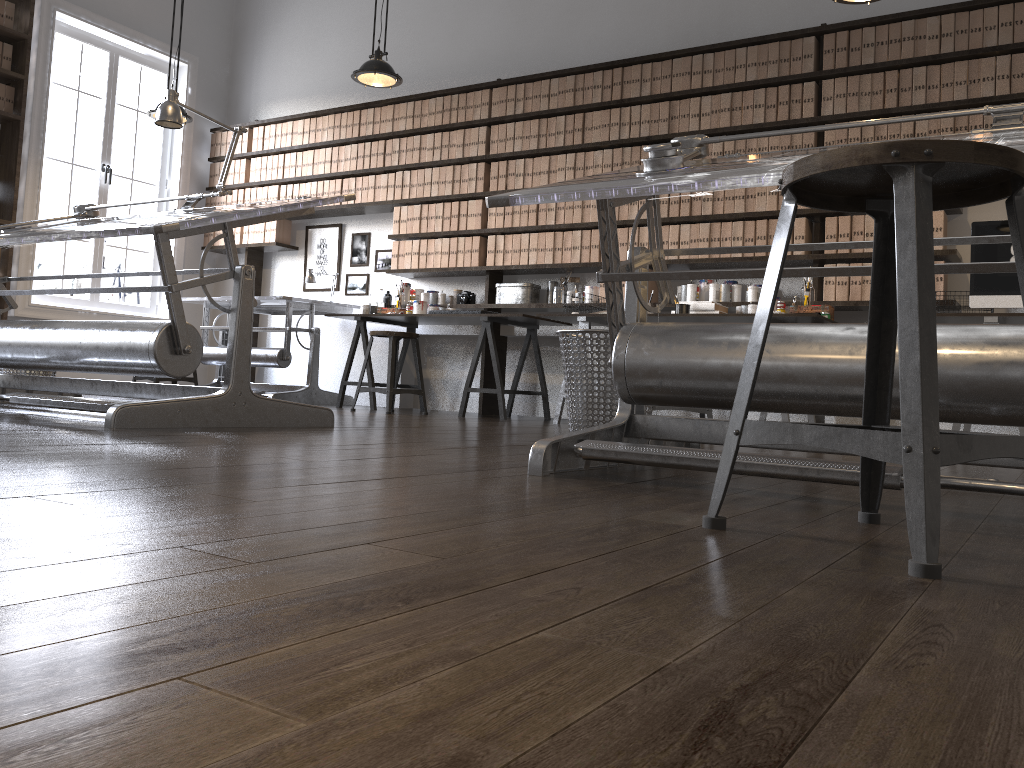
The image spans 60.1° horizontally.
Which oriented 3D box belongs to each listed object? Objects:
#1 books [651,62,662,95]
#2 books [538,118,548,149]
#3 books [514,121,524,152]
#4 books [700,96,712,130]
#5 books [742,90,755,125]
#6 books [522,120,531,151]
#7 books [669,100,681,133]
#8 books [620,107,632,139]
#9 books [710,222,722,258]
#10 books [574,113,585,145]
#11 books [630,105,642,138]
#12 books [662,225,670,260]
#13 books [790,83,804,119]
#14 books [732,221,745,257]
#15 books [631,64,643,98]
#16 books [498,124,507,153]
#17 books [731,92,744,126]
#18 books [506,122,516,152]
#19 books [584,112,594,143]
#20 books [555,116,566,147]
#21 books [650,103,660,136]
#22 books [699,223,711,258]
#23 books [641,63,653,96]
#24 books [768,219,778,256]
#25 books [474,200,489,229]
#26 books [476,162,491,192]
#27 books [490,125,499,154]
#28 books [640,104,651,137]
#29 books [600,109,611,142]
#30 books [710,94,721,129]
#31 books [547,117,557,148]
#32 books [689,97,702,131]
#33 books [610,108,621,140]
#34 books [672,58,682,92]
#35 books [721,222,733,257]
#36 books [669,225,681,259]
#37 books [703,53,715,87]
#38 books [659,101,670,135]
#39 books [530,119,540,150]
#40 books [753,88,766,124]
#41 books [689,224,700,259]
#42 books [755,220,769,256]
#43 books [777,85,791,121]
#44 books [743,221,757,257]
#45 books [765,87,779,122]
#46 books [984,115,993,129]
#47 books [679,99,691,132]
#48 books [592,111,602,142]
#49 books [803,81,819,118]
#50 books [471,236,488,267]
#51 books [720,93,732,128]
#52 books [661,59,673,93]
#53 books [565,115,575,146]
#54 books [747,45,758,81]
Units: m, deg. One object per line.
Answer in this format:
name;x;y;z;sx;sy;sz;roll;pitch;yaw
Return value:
books;0.994;-2.000;5.881;0.067;0.226;0.174;1;-3;32
books;0.263;-1.757;6.312;0.067;0.226;0.174;1;-3;32
books;0.094;-1.765;6.414;0.067;0.226;0.174;1;-3;32
books;1.273;-1.709;5.675;0.067;0.226;0.174;1;-3;32
books;1.501;-1.698;5.535;0.067;0.226;0.174;1;-3;32
books;0.148;-1.763;6.382;0.067;0.226;0.174;1;-3;32
books;1.095;-1.717;5.792;0.067;0.226;0.174;1;-3;32
books;0.799;-1.731;5.972;0.067;0.226;0.174;1;-3;32
books;1.309;-0.889;5.580;0.067;0.226;0.174;1;-3;32
books;0.504;-1.746;6.155;0.067;0.226;0.174;1;-3;32
books;0.861;-1.728;5.931;0.067;0.226;0.174;1;-3;32
books;1.021;-0.903;5.759;0.067;0.226;0.174;1;-3;32
books;1.748;-1.686;5.381;0.067;0.226;0.174;1;-3;32
books;1.427;-0.883;5.501;0.067;0.226;0.174;1;-3;32
books;0.869;-2.006;5.950;0.067;0.226;0.174;1;-3;32
books;-0.026;-1.771;6.492;0.067;0.226;0.174;1;-3;32
books;1.441;-1.700;5.573;0.067;0.226;0.174;1;-3;32
books;0.032;-1.768;6.451;0.067;0.226;0.174;1;-3;32
books;0.569;-1.742;6.120;0.067;0.226;0.174;1;-3;32
books;0.380;-1.752;6.233;0.067;0.226;0.174;1;-3;32
books;0.978;-1.723;5.862;0.067;0.226;0.174;1;-3;32
books;1.249;-0.892;5.610;0.067;0.226;0.174;1;-3;32
books;0.932;-2.003;5.915;0.067;0.226;0.174;1;-3;32
books;1.616;-0.874;5.388;0.067;0.226;0.174;1;-3;32
books;-0.201;-1.233;6.544;0.067;0.226;0.174;1;-3;32
books;-0.185;-1.510;6.568;0.067;0.226;0.174;1;-3;32
books;-0.084;-1.774;6.531;0.067;0.226;0.174;1;-3;32
books;0.924;-1.725;5.894;0.067;0.226;0.174;1;-3;32
books;0.675;-1.737;6.046;0.067;0.226;0.174;1;-3;32
books;1.327;-1.706;5.643;0.067;0.226;0.174;1;-3;32
books;0.323;-1.754;6.275;0.067;0.226;0.174;1;-3;32
books;1.211;-1.712;5.712;0.067;0.226;0.174;1;-3;32
books;0.736;-1.734;6.008;0.067;0.226;0.174;1;-3;32
books;1.114;-1.994;5.802;0.067;0.226;0.174;1;-3;32
books;1.370;-0.886;5.542;0.067;0.226;0.174;1;-3;32
books;1.079;-0.900;5.719;0.067;0.226;0.174;1;-3;32
books;1.290;-1.986;5.690;0.067;0.226;0.174;1;-3;32
books;1.032;-1.720;5.823;0.067;0.226;0.174;1;-3;32
books;0.202;-1.760;6.343;0.067;0.226;0.174;1;-3;32
books;1.559;-1.695;5.494;0.067;0.226;0.174;1;-3;32
books;1.195;-0.894;5.650;0.067;0.226;0.174;1;-3;32
books;1.551;-0.877;5.423;0.067;0.226;0.174;1;-3;32
books;1.683;-1.689;5.416;0.067;0.226;0.174;1;-3;32
books;1.490;-0.880;5.467;0.067;0.226;0.174;1;-3;32
books;1.622;-1.692;5.460;0.067;0.226;0.174;1;-3;32
books;2.609;-1.375;4.811;0.067;0.226;0.174;1;-3;32
books;1.153;-1.714;5.753;0.067;0.226;0.174;1;-3;32
books;0.624;-1.740;6.084;0.067;0.226;0.174;1;-3;32
books;1.811;-1.683;5.339;0.067;0.226;0.174;1;-3;32
books;-0.218;-0.963;6.531;0.067;0.226;0.174;1;-3;32
books;1.381;-1.703;5.604;0.067;0.226;0.174;1;-3;32
books;1.052;-1.997;5.842;0.067;0.226;0.174;1;-3;32
books;0.443;-1.748;6.200;0.067;0.226;0.174;1;-3;32
books;1.529;-1.974;5.540;0.067;0.226;0.174;1;-3;32
